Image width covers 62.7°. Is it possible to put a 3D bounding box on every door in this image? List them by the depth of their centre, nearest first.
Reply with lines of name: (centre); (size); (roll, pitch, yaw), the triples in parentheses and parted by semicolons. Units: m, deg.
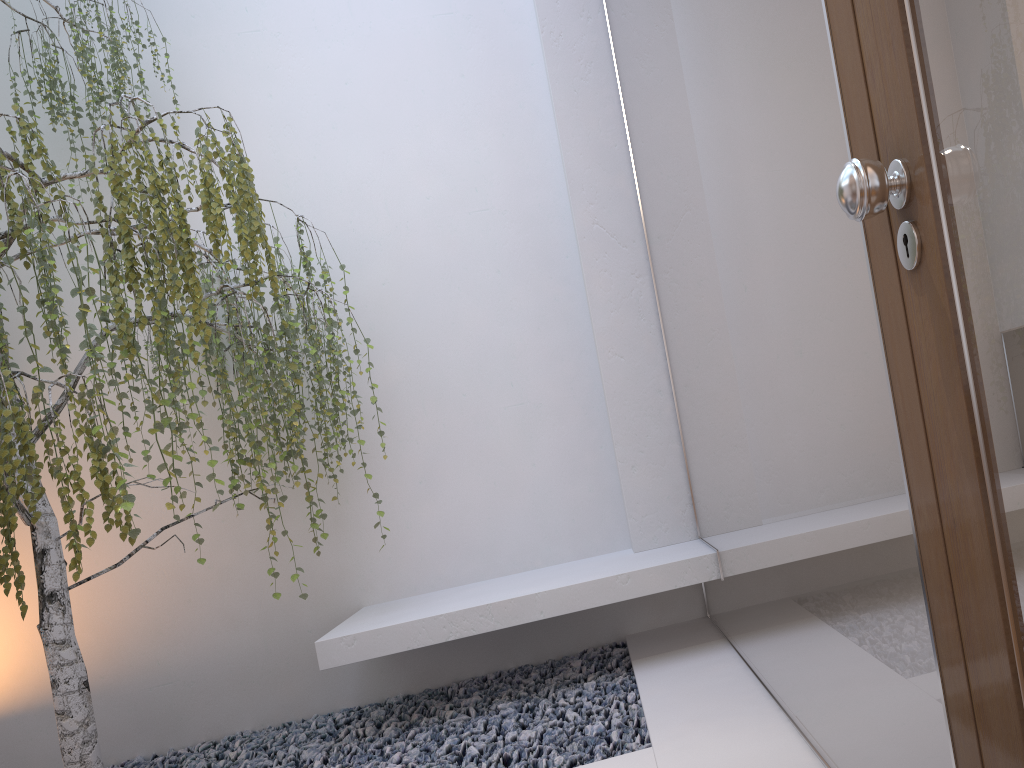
door: (0.369, -0.521, 0.604); (0.114, 2.370, 0.920); (-11, 0, 3)

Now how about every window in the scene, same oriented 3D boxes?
window: (0.528, -0.610, 2.514); (0.051, 3.261, 2.780); (-11, -1, 4)

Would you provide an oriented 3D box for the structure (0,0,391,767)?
structure: (-1.816, -0.489, 2.606); (2.546, 4.001, 1.680); (-11, 0, -10)
